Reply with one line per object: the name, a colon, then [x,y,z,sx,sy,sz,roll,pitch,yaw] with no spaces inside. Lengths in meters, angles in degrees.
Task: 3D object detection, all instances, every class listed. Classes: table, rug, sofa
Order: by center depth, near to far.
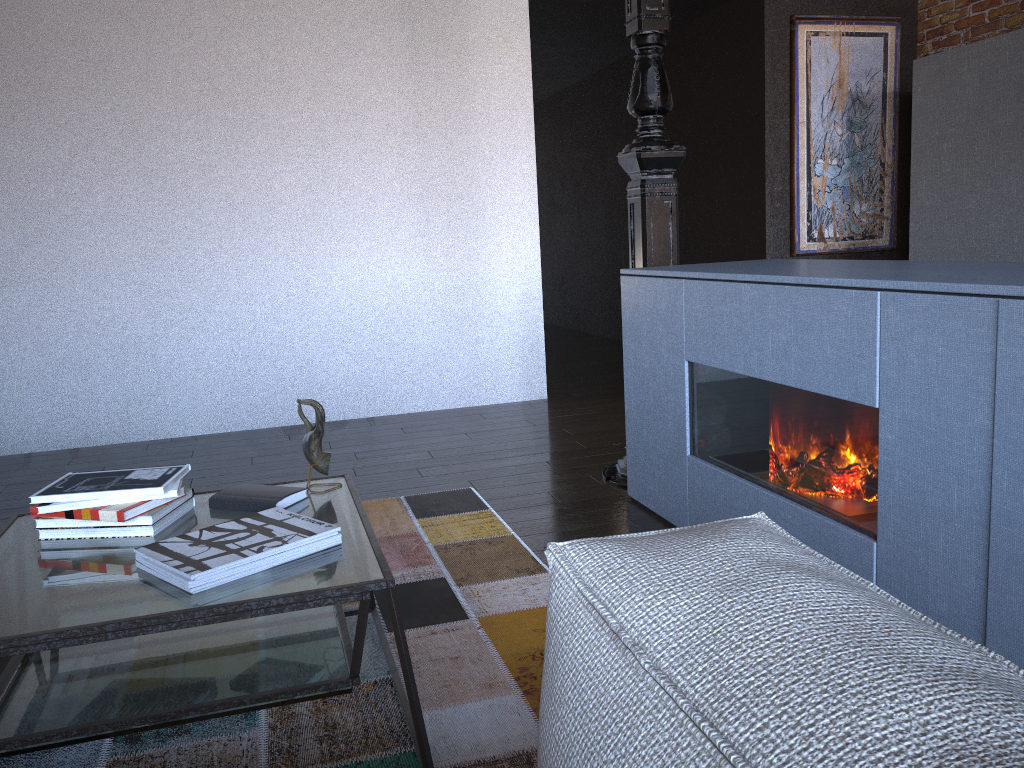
sofa: [-1.033,0.493,1.303,2.536,0.698,3.298,-6,10,-16]
table: [-0.656,0.504,1.790,0.842,0.389,0.848,-6,10,-15]
rug: [-0.506,0.641,2.204,1.431,0.013,2.362,-6,10,-15]

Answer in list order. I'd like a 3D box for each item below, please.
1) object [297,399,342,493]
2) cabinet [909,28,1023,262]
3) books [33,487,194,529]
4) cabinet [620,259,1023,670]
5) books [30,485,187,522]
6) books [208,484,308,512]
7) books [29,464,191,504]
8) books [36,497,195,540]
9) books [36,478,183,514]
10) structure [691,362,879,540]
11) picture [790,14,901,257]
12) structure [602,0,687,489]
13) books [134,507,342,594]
object: [-0.467,0.138,2.081,0.099,0.223,0.093,1,10,24]
cabinet: [3.144,-0.610,3.079,0.713,1.810,4.170,-6,10,-15]
books: [-0.850,0.265,1.911,0.251,0.023,0.209,-2,9,4]
cabinet: [1.103,0.188,1.871,0.607,0.845,2.957,-6,10,-15]
books: [-0.853,0.248,1.884,0.239,0.023,0.190,0,10,19]
books: [-0.571,0.255,2.006,0.182,0.029,0.129,1,10,22]
books: [-0.851,0.212,1.899,0.268,0.014,0.196,-4,9,-4]
books: [-0.847,0.288,1.915,0.247,0.024,0.209,-2,9,4]
books: [-0.851,0.227,1.901,0.268,0.014,0.196,-6,10,-16]
structure: [0.837,0.150,2.372,0.332,0.395,0.943,-6,10,-15]
picture: [2.125,-1.577,5.663,0.780,1.472,0.067,-6,10,-15]
structure: [-2.737,-0.268,1.114,8.509,2.396,0.481,-9,11,-34]
books: [-0.511,0.305,1.666,0.225,0.038,0.308,6,13,44]
